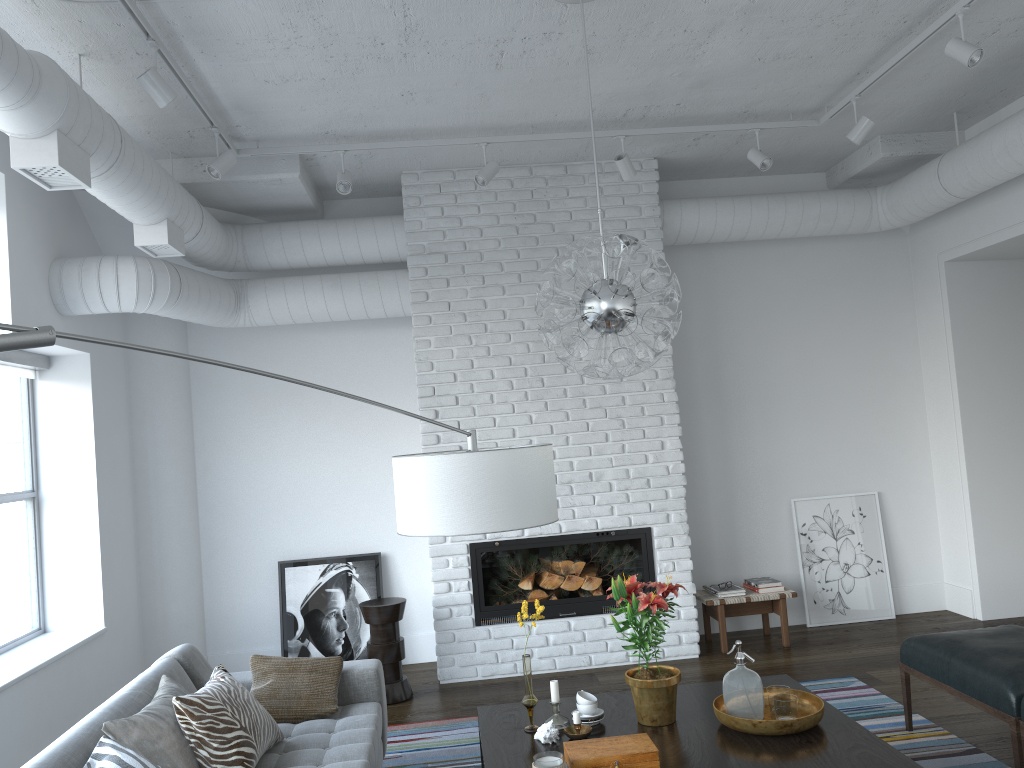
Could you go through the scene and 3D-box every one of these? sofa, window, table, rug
[{"bbox_3d":[-0.962,1.397,2.756,0.991,0.684,2.541,-4,-3,-5],"label":"sofa"},{"bbox_3d":[-2.558,0.101,2.810,0.107,2.340,4.566,-4,-3,-5],"label":"window"},{"bbox_3d":[0.575,1.423,2.989,1.306,0.394,1.362,-4,-3,-5],"label":"table"},{"bbox_3d":[-0.747,1.574,5.260,0.282,0.558,0.281,-3,-4,-26],"label":"table"},{"bbox_3d":[1.543,1.549,5.879,0.605,0.345,0.405,-4,-3,-5],"label":"table"},{"bbox_3d":[0.686,1.615,2.950,2.735,0.012,3.760,-4,-3,-5],"label":"rug"}]

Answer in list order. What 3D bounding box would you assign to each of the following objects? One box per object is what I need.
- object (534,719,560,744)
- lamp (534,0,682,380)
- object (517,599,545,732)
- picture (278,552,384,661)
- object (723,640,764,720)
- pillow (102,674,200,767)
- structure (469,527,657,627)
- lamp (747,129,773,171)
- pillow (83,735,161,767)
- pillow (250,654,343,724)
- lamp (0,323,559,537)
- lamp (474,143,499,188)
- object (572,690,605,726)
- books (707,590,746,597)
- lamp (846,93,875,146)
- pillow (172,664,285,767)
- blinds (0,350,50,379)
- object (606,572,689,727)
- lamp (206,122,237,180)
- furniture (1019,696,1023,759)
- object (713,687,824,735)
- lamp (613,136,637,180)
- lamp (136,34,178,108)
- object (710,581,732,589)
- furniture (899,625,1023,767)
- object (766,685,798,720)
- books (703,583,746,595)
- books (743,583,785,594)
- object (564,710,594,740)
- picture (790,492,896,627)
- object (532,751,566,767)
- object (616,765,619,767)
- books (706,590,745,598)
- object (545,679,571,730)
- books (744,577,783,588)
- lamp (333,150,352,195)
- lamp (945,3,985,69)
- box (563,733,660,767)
[{"bbox_3d":[0.123,1.238,3.165,0.069,0.078,0.124,-3,-3,-22],"label":"object"},{"bbox_3d":[0.323,-0.789,3.380,0.552,1.546,0.552,-4,-3,-17],"label":"lamp"},{"bbox_3d":[0.084,1.045,3.297,0.121,0.470,0.120,-5,-3,11],"label":"object"},{"bbox_3d":[-1.195,1.547,5.906,0.686,0.775,0.130,-4,-3,-5],"label":"picture"},{"bbox_3d":[0.830,1.069,3.200,0.143,0.288,0.143,-2,-4,-33],"label":"object"},{"bbox_3d":[-1.176,1.233,3.080,0.254,0.318,0.663,-4,-3,-4],"label":"pillow"},{"bbox_3d":[0.312,1.255,5.863,1.168,0.578,0.675,-4,-3,-5],"label":"structure"},{"bbox_3d":[1.422,-1.363,5.118,0.093,0.285,0.154,-3,-4,-27],"label":"lamp"},{"bbox_3d":[-1.084,1.218,2.518,0.346,0.283,0.578,-4,-3,-5],"label":"pillow"},{"bbox_3d":[-0.934,1.284,3.744,0.427,0.261,0.236,-4,-3,-3],"label":"pillow"},{"bbox_3d":[-0.483,0.760,1.594,0.432,1.738,2.162,-6,-4,29],"label":"lamp"},{"bbox_3d":[-0.148,-1.245,4.989,0.154,0.285,0.090,-2,-4,-37],"label":"lamp"},{"bbox_3d":[0.282,1.209,3.317,0.121,0.113,0.124,-5,-3,15],"label":"object"},{"bbox_3d":[1.410,1.371,5.869,0.171,0.011,0.306,-4,-3,-6],"label":"books"},{"bbox_3d":[1.851,-1.419,4.734,0.154,0.285,0.104,-7,-4,35],"label":"lamp"},{"bbox_3d":[-1.015,1.200,3.165,0.271,0.340,0.576,-5,-3,-1],"label":"pillow"},{"bbox_3d":[-2.664,-0.121,4.645,0.086,0.130,0.903,-4,-3,-5],"label":"blinds"},{"bbox_3d":[0.496,0.967,3.258,0.284,0.558,0.275,-2,-4,-43],"label":"object"},{"bbox_3d":[-1.467,-1.169,4.470,0.087,0.285,0.154,-8,-4,44],"label":"lamp"},{"bbox_3d":[2.175,1.255,2.838,0.583,0.476,0.827,-4,-3,-5],"label":"furniture"},{"bbox_3d":[0.915,1.172,3.165,0.383,0.068,0.383,-7,-4,38],"label":"object"},{"bbox_3d":[0.635,-1.304,5.055,0.097,0.285,0.154,-7,-4,35],"label":"lamp"},{"bbox_3d":[-1.398,-1.230,3.485,0.087,0.285,0.154,-7,-4,39],"label":"lamp"},{"bbox_3d":[1.387,1.333,5.889,0.134,0.038,0.093,-2,-4,-38],"label":"object"},{"bbox_3d":[2.107,1.307,3.686,0.584,0.478,0.828,-4,-3,-5],"label":"furniture"},{"bbox_3d":[0.974,1.155,3.189,0.085,0.089,0.195,-5,-3,5],"label":"object"},{"bbox_3d":[1.406,1.358,5.880,0.202,0.019,0.280,-4,-3,-7],"label":"books"},{"bbox_3d":[1.679,1.352,5.916,0.185,0.032,0.267,-4,-3,-7],"label":"books"},{"bbox_3d":[0.233,1.213,3.162,0.102,0.098,0.102,-7,-4,34],"label":"object"},{"bbox_3d":[2.331,1.229,6.254,0.637,0.884,0.093,-4,-3,-5],"label":"picture"},{"bbox_3d":[0.118,1.186,2.680,0.106,0.116,0.117,-3,-4,-25],"label":"object"},{"bbox_3d":[0.314,1.168,2.622,0.103,0.077,0.103,-2,-4,-33],"label":"object"},{"bbox_3d":[1.413,1.383,5.879,0.172,0.011,0.273,-4,-3,-6],"label":"books"},{"bbox_3d":[0.163,1.189,3.313,0.098,0.174,0.098,-4,-3,-11],"label":"object"},{"bbox_3d":[1.676,1.325,5.925,0.173,0.025,0.238,-4,-3,-7],"label":"books"},{"bbox_3d":[-0.939,-1.186,4.919,0.095,0.285,0.154,-4,-3,-7],"label":"lamp"},{"bbox_3d":[1.918,-1.478,3.779,0.094,0.285,0.154,-3,-4,-32],"label":"lamp"},{"bbox_3d":[0.312,1.188,2.791,0.294,0.093,0.169,-4,-3,-5],"label":"box"}]
